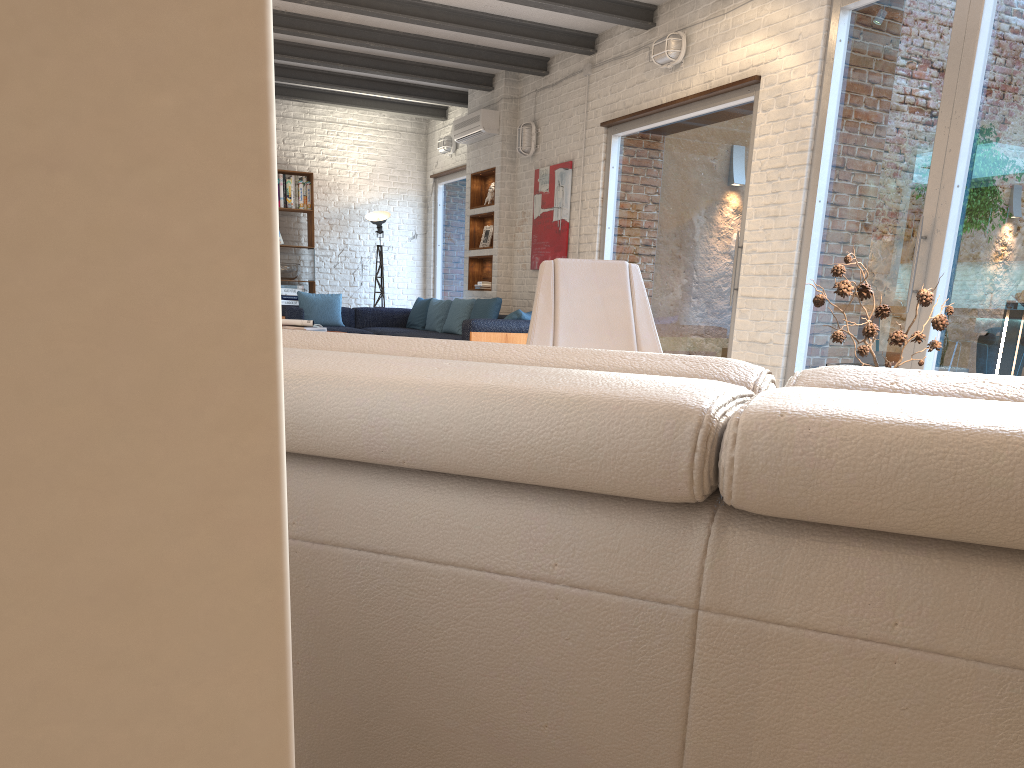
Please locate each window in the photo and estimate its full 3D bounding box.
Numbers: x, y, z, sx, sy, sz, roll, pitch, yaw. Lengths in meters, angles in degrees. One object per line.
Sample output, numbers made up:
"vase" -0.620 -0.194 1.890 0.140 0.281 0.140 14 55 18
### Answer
"window" 1.894 -2.932 5.808 0.644 6.634 11.960 -5 10 -26

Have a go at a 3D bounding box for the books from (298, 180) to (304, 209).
"books" -2.604 -2.300 10.662 0.055 0.342 0.246 -5 14 -25

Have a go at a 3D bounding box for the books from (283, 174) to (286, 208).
"books" -2.784 -2.327 10.577 0.036 0.398 0.235 -5 14 -25

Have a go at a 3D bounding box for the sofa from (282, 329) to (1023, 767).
"sofa" 0.393 0.339 1.299 2.310 0.785 1.114 5 9 24

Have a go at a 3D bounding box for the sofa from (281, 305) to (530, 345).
"sofa" -1.163 -0.434 9.116 2.072 0.684 3.832 -1 7 -26

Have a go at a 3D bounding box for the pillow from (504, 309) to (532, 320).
"pillow" 0.047 -0.518 7.958 0.373 0.340 0.550 7 9 25

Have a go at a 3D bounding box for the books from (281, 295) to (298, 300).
"books" -2.830 -1.079 10.885 0.325 0.057 0.248 -1 7 -30

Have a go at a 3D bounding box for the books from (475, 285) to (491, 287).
"books" -0.298 -1.100 9.783 0.170 0.019 0.229 0 6 -24

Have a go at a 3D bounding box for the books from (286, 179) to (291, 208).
"books" -2.736 -2.298 10.591 0.055 0.342 0.246 -5 14 -25

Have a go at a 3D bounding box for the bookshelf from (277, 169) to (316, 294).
"bookshelf" -3.106 -1.453 10.657 1.312 2.285 0.351 -3 16 -24

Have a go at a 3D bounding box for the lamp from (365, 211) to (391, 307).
"lamp" -1.488 -1.242 11.088 0.854 1.915 0.493 12 17 35

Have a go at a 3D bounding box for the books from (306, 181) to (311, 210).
"books" -2.525 -2.302 10.722 0.055 0.342 0.246 -5 14 -25

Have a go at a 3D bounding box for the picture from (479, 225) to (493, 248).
"picture" -0.269 -1.641 9.726 0.101 0.254 0.188 -7 15 -34

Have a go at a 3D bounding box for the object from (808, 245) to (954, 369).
"object" 0.977 -0.064 2.396 0.312 0.629 0.530 12 14 35

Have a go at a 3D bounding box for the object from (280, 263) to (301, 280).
"object" -2.830 -1.396 10.838 0.401 0.209 0.389 5 8 16

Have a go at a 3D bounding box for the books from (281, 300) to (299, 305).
"books" -2.813 -1.019 10.923 0.376 0.067 0.238 -2 8 -38

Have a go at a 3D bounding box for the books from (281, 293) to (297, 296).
"books" -2.819 -1.119 10.892 0.443 0.021 0.264 0 6 -25

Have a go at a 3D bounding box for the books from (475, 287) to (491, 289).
"books" -0.311 -1.075 9.798 0.162 0.018 0.244 1 6 -16

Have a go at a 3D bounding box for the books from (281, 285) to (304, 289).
"books" -2.817 -1.215 10.880 0.378 0.038 0.237 0 6 -25

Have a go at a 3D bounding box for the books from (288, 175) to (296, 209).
"books" -2.686 -2.329 10.636 0.036 0.398 0.235 -5 14 -25

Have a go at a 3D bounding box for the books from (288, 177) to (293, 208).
"books" -2.707 -2.314 10.616 0.020 0.372 0.263 -5 14 -25

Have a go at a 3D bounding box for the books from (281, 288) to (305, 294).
"books" -2.817 -1.164 10.900 0.377 0.067 0.237 -1 7 -31

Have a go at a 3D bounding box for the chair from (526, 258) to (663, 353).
"chair" 0.402 -0.015 3.694 1.027 1.054 0.936 1 11 -9

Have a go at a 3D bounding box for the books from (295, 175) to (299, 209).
"books" -2.647 -2.328 10.640 0.036 0.398 0.235 -5 14 -25

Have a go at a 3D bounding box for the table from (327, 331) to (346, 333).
"table" -2.225 -0.309 8.523 1.075 0.462 1.772 0 7 -20

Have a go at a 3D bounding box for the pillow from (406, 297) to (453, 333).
"pillow" -0.986 -0.819 10.338 0.242 0.413 1.074 -4 9 -27

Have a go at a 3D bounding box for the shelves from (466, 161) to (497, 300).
"shelves" -0.257 -1.658 9.672 0.191 1.481 0.741 -5 15 -25

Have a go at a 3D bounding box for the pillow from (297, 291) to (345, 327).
"pillow" -2.256 -0.877 10.290 0.553 0.424 0.216 -2 14 -25

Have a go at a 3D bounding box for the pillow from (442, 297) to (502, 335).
"pillow" -0.425 -0.705 9.154 0.253 0.431 1.175 -4 9 -26

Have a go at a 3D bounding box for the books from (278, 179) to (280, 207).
"books" -2.865 -2.301 10.558 0.055 0.342 0.246 -5 14 -25

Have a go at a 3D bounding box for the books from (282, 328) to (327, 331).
"books" -1.912 -0.502 8.042 0.314 0.011 0.247 6 7 33

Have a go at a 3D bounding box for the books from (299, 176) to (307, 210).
"books" -2.562 -2.328 10.680 0.036 0.398 0.235 -5 14 -25

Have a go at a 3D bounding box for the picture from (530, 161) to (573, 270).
"picture" 0.373 -1.615 8.491 0.019 0.996 0.719 -5 14 -25

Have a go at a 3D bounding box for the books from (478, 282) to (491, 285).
"books" -0.298 -1.127 9.783 0.132 0.035 0.199 1 6 -16

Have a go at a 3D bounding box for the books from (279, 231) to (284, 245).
"books" -2.896 -1.869 10.651 0.157 0.341 0.246 -4 13 -25

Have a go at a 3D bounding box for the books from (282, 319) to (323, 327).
"books" -1.950 -0.542 8.071 0.321 0.113 0.264 3 7 7

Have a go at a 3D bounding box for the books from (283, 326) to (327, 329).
"books" -1.906 -0.521 8.011 0.313 0.011 0.248 7 7 38

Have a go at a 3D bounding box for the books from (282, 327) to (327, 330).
"books" -1.910 -0.511 8.021 0.314 0.011 0.247 6 7 33

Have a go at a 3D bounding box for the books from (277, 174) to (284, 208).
"books" -2.813 -2.326 10.553 0.036 0.398 0.235 -5 14 -25

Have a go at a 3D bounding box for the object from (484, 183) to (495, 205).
"object" -0.224 -2.071 9.517 0.112 0.252 0.208 -2 12 -17

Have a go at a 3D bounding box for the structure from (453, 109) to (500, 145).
"structure" -0.394 -2.738 9.305 0.199 0.227 0.790 -3 8 -26

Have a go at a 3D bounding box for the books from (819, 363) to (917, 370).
"books" 1.770 -0.034 4.023 0.385 0.082 0.556 -3 8 -42
